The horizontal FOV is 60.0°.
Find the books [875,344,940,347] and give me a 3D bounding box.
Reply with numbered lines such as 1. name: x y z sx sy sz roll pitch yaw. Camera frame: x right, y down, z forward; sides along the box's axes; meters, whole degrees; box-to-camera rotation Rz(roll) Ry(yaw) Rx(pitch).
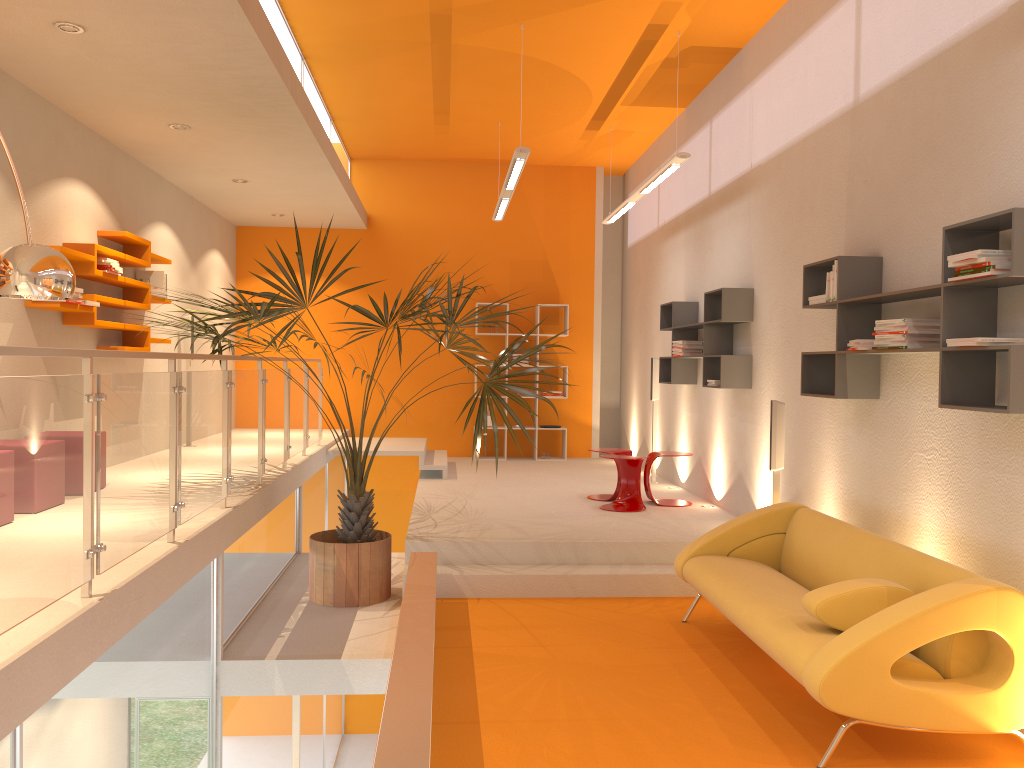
1. books: 1.934 -0.187 4.325 0.190 0.011 0.268 1 1 -8

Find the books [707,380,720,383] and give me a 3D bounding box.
1. books: 1.733 -0.021 7.214 0.230 0.017 0.227 1 1 -4

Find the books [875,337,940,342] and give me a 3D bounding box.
1. books: 1.930 -0.215 4.326 0.190 0.015 0.254 1 1 -8

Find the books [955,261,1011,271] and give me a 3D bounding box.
1. books: 1.979 -0.479 3.634 0.190 0.015 0.254 1 1 -3

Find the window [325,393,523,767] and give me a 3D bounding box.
1. window: -0.971 2.342 10.707 2.294 4.526 1.860 1 1 -4

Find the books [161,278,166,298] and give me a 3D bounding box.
1. books: -3.137 -0.840 7.724 0.230 0.169 0.027 1 1 -4

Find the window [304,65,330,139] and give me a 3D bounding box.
1. window: -1.895 -2.496 8.617 0.006 0.660 1.869 1 1 -4

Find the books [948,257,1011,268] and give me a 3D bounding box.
1. books: 1.966 -0.495 3.636 0.230 0.017 0.226 1 1 -9

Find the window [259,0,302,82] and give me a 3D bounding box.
1. window: -1.713 -2.443 6.253 0.006 0.660 2.794 1 1 -4

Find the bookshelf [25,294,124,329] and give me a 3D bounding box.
1. bookshelf: -3.050 -0.524 6.248 0.220 0.220 1.150 1 1 -4

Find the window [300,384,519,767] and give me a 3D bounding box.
1. window: -1.355 2.317 9.892 0.993 4.599 4.234 1 1 27

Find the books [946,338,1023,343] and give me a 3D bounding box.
1. books: 1.960 -0.177 3.649 0.226 0.017 0.230 1 1 -4

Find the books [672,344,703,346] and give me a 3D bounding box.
1. books: 1.632 -0.359 8.244 0.190 0.015 0.254 1 1 -13

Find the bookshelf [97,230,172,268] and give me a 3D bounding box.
1. bookshelf: -3.133 -1.085 7.414 0.220 0.220 1.150 1 1 -4

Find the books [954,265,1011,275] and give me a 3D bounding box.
1. books: 1.976 -0.464 3.627 0.190 0.015 0.254 1 1 -8

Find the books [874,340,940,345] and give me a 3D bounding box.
1. books: 1.931 -0.200 4.334 0.190 0.015 0.254 1 1 -13

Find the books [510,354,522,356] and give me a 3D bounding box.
1. books: 0.112 -0.374 11.435 0.230 0.017 0.227 1 1 -9

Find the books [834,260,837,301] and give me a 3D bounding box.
1. books: 1.912 -0.574 4.947 0.230 0.227 0.017 1 1 -4

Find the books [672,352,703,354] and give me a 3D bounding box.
1. books: 1.630 -0.287 8.246 0.190 0.015 0.254 1 1 -13

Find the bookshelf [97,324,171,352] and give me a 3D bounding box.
1. bookshelf: -3.143 -0.372 7.429 0.220 0.220 1.150 1 1 -4

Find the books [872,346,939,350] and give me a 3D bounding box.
1. books: 1.934 -0.175 4.321 0.210 0.013 0.297 1 1 -9

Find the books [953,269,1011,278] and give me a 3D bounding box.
1. books: 1.974 -0.451 3.637 0.190 0.011 0.268 1 1 -3

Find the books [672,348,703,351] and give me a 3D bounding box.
1. books: 1.643 -0.318 8.236 0.230 0.017 0.227 1 1 -14

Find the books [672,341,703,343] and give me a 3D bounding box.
1. books: 1.644 -0.389 8.234 0.230 0.017 0.227 1 1 -14

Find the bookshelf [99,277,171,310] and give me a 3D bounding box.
1. bookshelf: -3.138 -0.729 7.421 0.220 0.220 1.150 1 1 -4

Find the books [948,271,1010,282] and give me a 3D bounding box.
1. books: 1.974 -0.439 3.641 0.210 0.013 0.297 1 1 -4

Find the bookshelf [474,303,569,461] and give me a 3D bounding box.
1. bookshelf: 0.990 1.304 10.651 3.516 4.600 1.107 2 2 43

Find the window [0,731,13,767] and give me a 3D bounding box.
1. window: -1.417 2.913 1.507 0.006 3.760 2.311 1 1 -4

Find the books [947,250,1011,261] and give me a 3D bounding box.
1. books: 1.965 -0.527 3.650 0.226 0.017 0.230 1 1 -4

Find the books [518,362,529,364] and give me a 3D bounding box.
1. books: 0.099 -0.272 11.448 0.190 0.015 0.254 1 1 -8

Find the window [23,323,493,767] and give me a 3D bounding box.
1. window: -1.122 1.979 7.131 0.481 5.399 8.922 1 1 8

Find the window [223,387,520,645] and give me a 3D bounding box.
1. window: -1.216 0.755 8.337 0.908 1.393 6.719 1 1 15

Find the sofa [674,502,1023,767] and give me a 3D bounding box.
1. sofa: 1.513 1.086 4.353 0.929 0.706 2.081 1 1 -4

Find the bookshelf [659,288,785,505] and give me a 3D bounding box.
1. bookshelf: 1.708 0.313 7.282 0.322 2.145 3.370 1 1 -2

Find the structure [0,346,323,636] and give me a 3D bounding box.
1. structure: -1.639 0.312 3.713 0.195 0.900 11.050 1 1 -4

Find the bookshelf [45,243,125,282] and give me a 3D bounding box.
1. bookshelf: -3.045 -0.881 6.240 0.220 0.220 1.150 1 1 -4

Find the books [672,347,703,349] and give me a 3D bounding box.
1. books: 1.634 -0.333 8.231 0.210 0.013 0.297 1 1 -9

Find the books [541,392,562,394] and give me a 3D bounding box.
1. books: 0.508 0.119 11.432 0.254 0.015 0.190 1 1 -3

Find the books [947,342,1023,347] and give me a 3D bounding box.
1. books: 1.957 -0.161 3.637 0.254 0.015 0.190 1 1 2

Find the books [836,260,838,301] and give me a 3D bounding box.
1. books: 1.920 -0.574 4.929 0.230 0.227 0.017 1 1 -4

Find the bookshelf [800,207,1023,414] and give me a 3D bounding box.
1. bookshelf: 1.962 -0.300 4.399 0.252 0.790 2.000 1 1 -4

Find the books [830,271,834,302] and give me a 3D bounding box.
1. books: 1.908 -0.547 4.998 0.230 0.169 0.027 1 1 -4

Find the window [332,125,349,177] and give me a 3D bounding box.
1. window: -2.040 -2.538 10.516 0.006 0.660 1.860 1 1 -4

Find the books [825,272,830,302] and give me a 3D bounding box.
1. books: 1.902 -0.548 5.052 0.230 0.169 0.023 1 1 -4

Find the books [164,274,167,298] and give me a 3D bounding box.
1. books: -3.136 -0.861 7.776 0.207 0.210 0.021 1 1 -4

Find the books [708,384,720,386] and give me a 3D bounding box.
1. books: 1.723 0.009 7.226 0.190 0.015 0.254 1 1 -3

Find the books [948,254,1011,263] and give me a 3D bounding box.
1. books: 1.961 -0.511 3.637 0.254 0.015 0.190 1 1 2

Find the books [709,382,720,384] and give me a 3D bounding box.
1. books: 1.720 -0.006 7.218 0.190 0.015 0.254 1 1 2

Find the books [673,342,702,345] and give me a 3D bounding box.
1. books: 1.630 -0.374 8.236 0.190 0.015 0.254 1 1 -8

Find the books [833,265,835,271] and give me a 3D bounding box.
1. books: 1.919 -0.567 5.022 0.207 0.210 0.021 1 1 -4

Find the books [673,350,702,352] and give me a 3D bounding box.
1. books: 1.629 -0.302 8.237 0.190 0.015 0.254 1 1 -8

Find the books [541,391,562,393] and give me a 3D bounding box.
1. books: 0.506 0.103 11.419 0.227 0.017 0.230 1 1 -9
